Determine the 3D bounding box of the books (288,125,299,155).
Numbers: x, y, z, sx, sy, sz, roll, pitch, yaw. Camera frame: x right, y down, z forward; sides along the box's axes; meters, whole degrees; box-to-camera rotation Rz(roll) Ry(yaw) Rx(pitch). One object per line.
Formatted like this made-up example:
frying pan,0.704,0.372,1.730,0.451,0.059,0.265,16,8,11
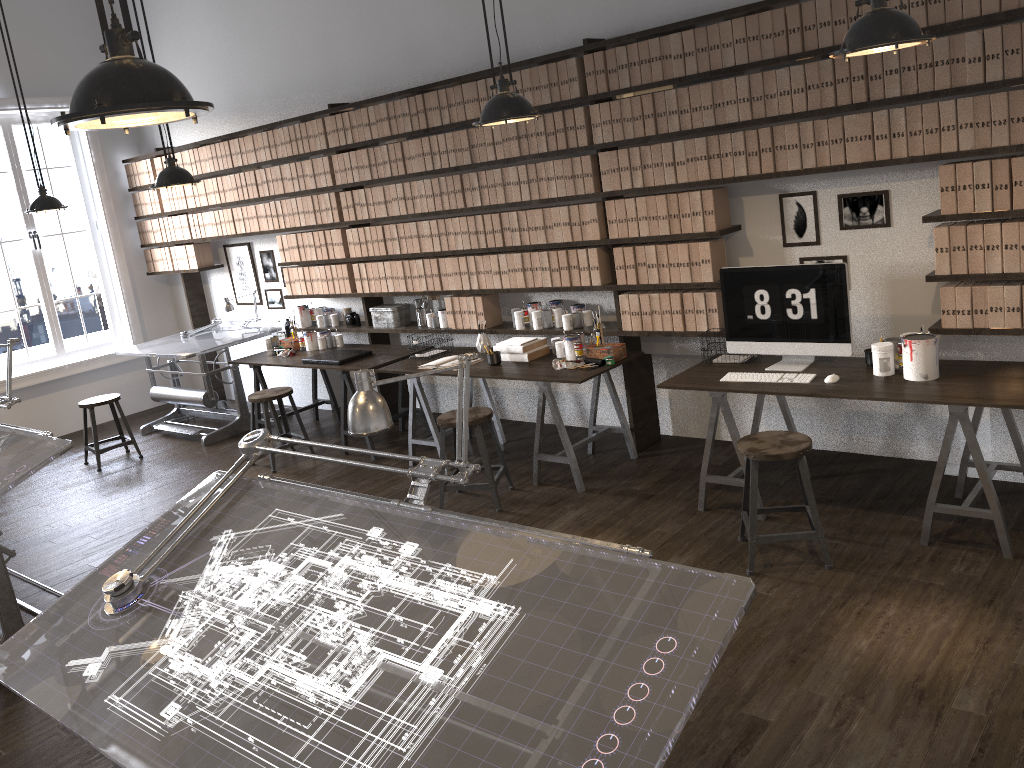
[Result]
books,-1.624,-1.895,6.864,0.067,0.224,0.176,1,15,41

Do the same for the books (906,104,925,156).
books,1.867,-1.161,4.048,0.067,0.223,0.176,1,15,41

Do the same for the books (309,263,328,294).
books,-1.525,-0.847,7.121,0.067,0.223,0.176,1,15,41

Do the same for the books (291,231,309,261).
books,-1.679,-1.113,7.162,0.067,0.224,0.176,1,15,41

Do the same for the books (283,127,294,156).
books,-1.678,-1.898,6.911,0.067,0.223,0.176,1,15,41

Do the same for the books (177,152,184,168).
books,-2.893,-1.973,7.952,0.067,0.224,0.176,1,15,41

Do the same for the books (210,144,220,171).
books,-2.470,-1.946,7.589,0.067,0.224,0.176,1,15,41

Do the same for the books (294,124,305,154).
books,-1.573,-1.893,6.826,0.067,0.223,0.176,1,15,41

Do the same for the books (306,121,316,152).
books,-1.461,-1.887,6.734,0.067,0.223,0.176,1,15,41

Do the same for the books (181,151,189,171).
books,-2.839,-1.971,7.912,0.067,0.223,0.176,1,15,41

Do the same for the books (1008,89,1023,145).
books,2.178,-1.142,3.780,0.067,0.223,0.176,1,15,41

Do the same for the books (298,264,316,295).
books,-1.635,-0.852,7.208,0.067,0.224,0.176,1,15,41

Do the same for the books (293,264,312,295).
books,-1.689,-0.856,7.256,0.067,0.223,0.176,1,15,41

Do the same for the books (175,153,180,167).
books,-2.940,-1.977,8.000,0.067,0.223,0.176,1,15,41

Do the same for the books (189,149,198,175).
books,-2.738,-1.964,7.821,0.067,0.224,0.176,1,15,41

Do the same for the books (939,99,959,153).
books,1.970,-1.153,3.952,0.067,0.224,0.176,1,15,41

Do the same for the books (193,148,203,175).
books,-2.683,-1.961,7.779,0.067,0.223,0.176,1,15,41

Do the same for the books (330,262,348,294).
books,-1.316,-0.834,6.938,0.067,0.223,0.176,1,15,41

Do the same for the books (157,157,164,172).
books,-3.162,-1.989,8.184,0.067,0.224,0.176,1,15,41

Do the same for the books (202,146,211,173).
books,-2.578,-1.954,7.686,0.067,0.223,0.176,1,15,41

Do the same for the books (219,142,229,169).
books,-2.368,-1.942,7.511,0.067,0.223,0.176,1,15,41

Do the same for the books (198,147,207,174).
books,-2.628,-1.959,7.735,0.067,0.223,0.176,1,15,41

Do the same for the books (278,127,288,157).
books,-1.731,-1.902,6.961,0.067,0.223,0.176,1,15,41

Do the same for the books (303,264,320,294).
books,-1.579,-0.850,7.165,0.067,0.223,0.176,1,15,41

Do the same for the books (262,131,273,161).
books,-1.892,-1.912,7.096,0.067,0.224,0.176,1,15,41

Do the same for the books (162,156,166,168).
books,-3.101,-1.987,8.139,0.067,0.223,0.176,1,15,41

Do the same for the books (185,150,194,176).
books,-2.792,-1.967,7.870,0.067,0.223,0.176,1,15,41

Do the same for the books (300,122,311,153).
books,-1.515,-1.890,6.778,0.067,0.223,0.176,1,15,41

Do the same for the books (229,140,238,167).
books,-2.255,-1.935,7.414,0.067,0.223,0.176,1,15,41

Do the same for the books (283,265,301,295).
books,-1.789,-0.861,7.338,0.067,0.224,0.176,1,15,41

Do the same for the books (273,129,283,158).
books,-1.782,-1.907,7.009,0.067,0.223,0.176,1,15,41

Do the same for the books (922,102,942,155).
books,1.919,-1.157,4.001,0.067,0.223,0.176,1,15,41

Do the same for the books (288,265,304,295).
books,-1.736,-0.859,7.298,0.067,0.223,0.176,1,15,41

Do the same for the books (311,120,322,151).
books,-1.411,-1.883,6.686,0.067,0.223,0.176,1,15,41

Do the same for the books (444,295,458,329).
books,-0.376,-0.513,6.210,0.067,0.224,0.176,1,15,41

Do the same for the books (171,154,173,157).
books,-2.994,-1.981,8.046,0.067,0.223,0.176,1,15,41

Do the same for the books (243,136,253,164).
books,-2.094,-1.925,7.275,0.067,0.223,0.176,1,15,41

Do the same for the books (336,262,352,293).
books,-1.265,-0.831,6.897,0.067,0.223,0.176,1,15,41

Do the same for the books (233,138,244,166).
books,-2.204,-1.931,7.364,0.067,0.223,0.176,1,15,41

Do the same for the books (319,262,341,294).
books,-1.422,-0.839,7.023,0.067,0.223,0.176,1,15,41

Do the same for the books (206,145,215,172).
books,-2.525,-1.950,7.637,0.067,0.223,0.176,1,15,41

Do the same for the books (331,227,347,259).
books,-1.293,-1.091,6.836,0.067,0.223,0.176,1,15,41

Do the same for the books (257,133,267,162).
books,-1.946,-1.915,7.145,0.067,0.223,0.176,1,15,41

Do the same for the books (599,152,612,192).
books,0.590,-1.239,5.138,0.067,0.223,0.176,1,15,41

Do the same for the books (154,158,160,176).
books,-3.215,-1.994,8.236,0.067,0.223,0.176,1,15,41

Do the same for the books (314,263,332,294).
books,-1.475,-0.843,7.073,0.067,0.223,0.176,1,15,41

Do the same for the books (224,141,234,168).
books,-2.315,-1.938,7.459,0.067,0.224,0.176,1,15,41

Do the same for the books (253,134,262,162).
books,-1.992,-1.919,7.187,0.067,0.223,0.176,1,15,41

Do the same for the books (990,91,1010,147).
books,2.123,-1.143,3.820,0.067,0.224,0.176,1,15,41

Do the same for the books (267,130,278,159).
books,-1.836,-1.909,7.053,0.067,0.223,0.176,1,15,41

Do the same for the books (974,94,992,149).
books,2.075,-1.148,3.867,0.067,0.223,0.176,1,15,41

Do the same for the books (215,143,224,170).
books,-2.419,-1.945,7.552,0.067,0.223,0.176,1,15,41

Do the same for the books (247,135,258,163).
books,-2.046,-1.921,7.227,0.067,0.224,0.176,1,15,41

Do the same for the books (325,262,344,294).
books,-1.367,-0.835,6.976,0.067,0.224,0.176,1,15,41

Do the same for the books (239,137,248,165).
books,-2.147,-1.929,7.321,0.067,0.223,0.176,1,15,41
